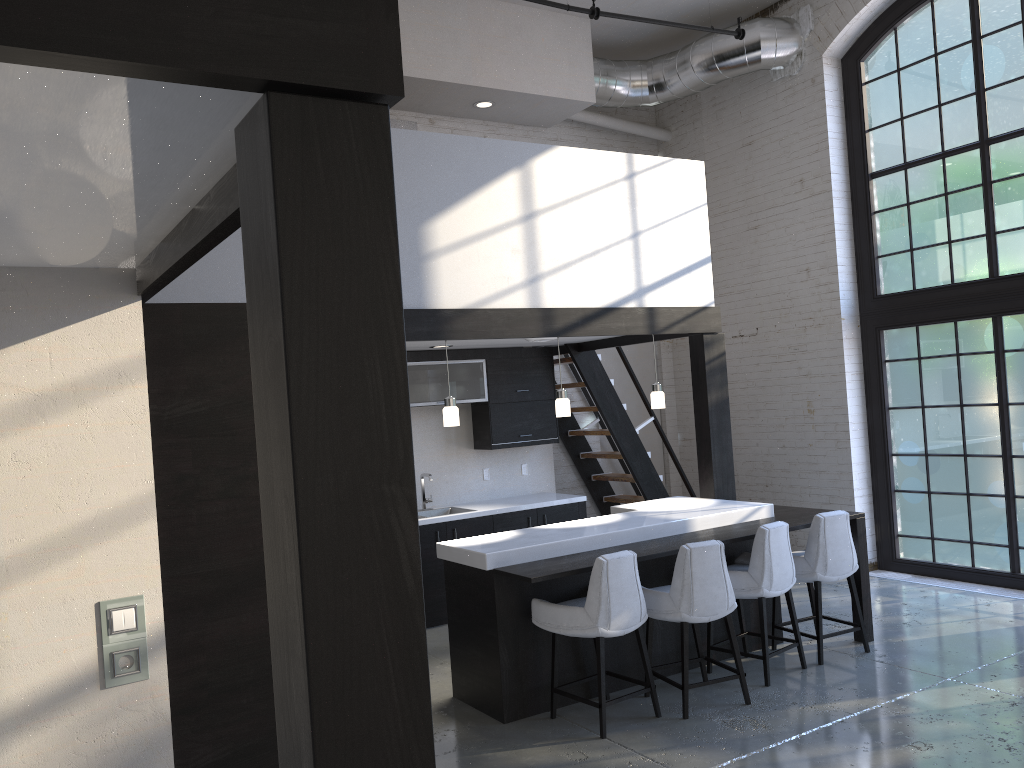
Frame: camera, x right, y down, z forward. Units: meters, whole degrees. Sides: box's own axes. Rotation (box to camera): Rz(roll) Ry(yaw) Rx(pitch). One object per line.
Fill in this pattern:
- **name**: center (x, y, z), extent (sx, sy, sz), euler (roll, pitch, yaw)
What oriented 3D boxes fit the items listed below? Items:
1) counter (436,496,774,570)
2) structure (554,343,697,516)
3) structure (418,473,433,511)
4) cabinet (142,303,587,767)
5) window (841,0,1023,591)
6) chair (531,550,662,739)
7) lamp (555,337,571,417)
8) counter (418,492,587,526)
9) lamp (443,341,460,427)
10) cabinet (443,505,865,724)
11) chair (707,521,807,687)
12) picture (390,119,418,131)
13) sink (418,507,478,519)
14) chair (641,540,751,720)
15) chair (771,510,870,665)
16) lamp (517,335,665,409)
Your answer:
- **counter**: center (0.580, 0.958, 5.939), extent (2.292, 0.095, 0.977), euler (-3, -1, -31)
- **structure**: center (0.975, 0.341, 8.922), extent (1.662, 3.186, 0.929), euler (-4, 0, -31)
- **structure**: center (-0.745, 0.948, 7.760), extent (0.149, 0.328, 0.224), euler (-4, 0, -31)
- **cabinet**: center (-0.403, 0.817, 5.702), extent (4.229, 2.315, 4.278), euler (-4, -1, -31)
- **window**: center (3.906, -0.885, 7.181), extent (0.137, 5.179, 2.492), euler (-4, 0, -31)
- **chair**: center (0.480, 1.409, 4.929), extent (0.579, 0.984, 0.501), euler (-4, 0, -35)
- **lamp**: center (0.330, -0.087, 6.053), extent (0.100, 0.623, 0.100), euler (-4, 0, -25)
- **counter**: center (-1.037, 1.136, 6.781), extent (4.236, 0.045, 1.710), euler (-3, -1, -31)
- **lamp**: center (-0.840, 0.003, 6.422), extent (0.124, 0.623, 1.953), euler (-4, -1, -29)
- **cabinet**: center (0.923, 1.430, 5.895), extent (2.690, 0.910, 1.371), euler (-4, -1, -31)
- **chair**: center (1.495, 1.348, 5.547), extent (0.579, 0.984, 0.501), euler (-4, 0, -40)
- **picture**: center (-1.186, -1.888, 8.280), extent (0.731, 1.183, 0.049), euler (-4, 0, -31)
- **sink**: center (-0.693, 1.184, 7.538), extent (0.676, 0.168, 0.475), euler (-3, -1, -31)
- **chair**: center (1.020, 1.374, 5.101), extent (0.579, 0.984, 0.501), euler (-4, 0, -20)
- **chair**: center (1.996, 1.318, 5.858), extent (0.579, 0.984, 0.501), euler (-4, 0, -25)
- **lamp**: center (0.585, -0.083, 7.290), extent (0.124, 0.623, 1.949), euler (-4, -1, -31)
